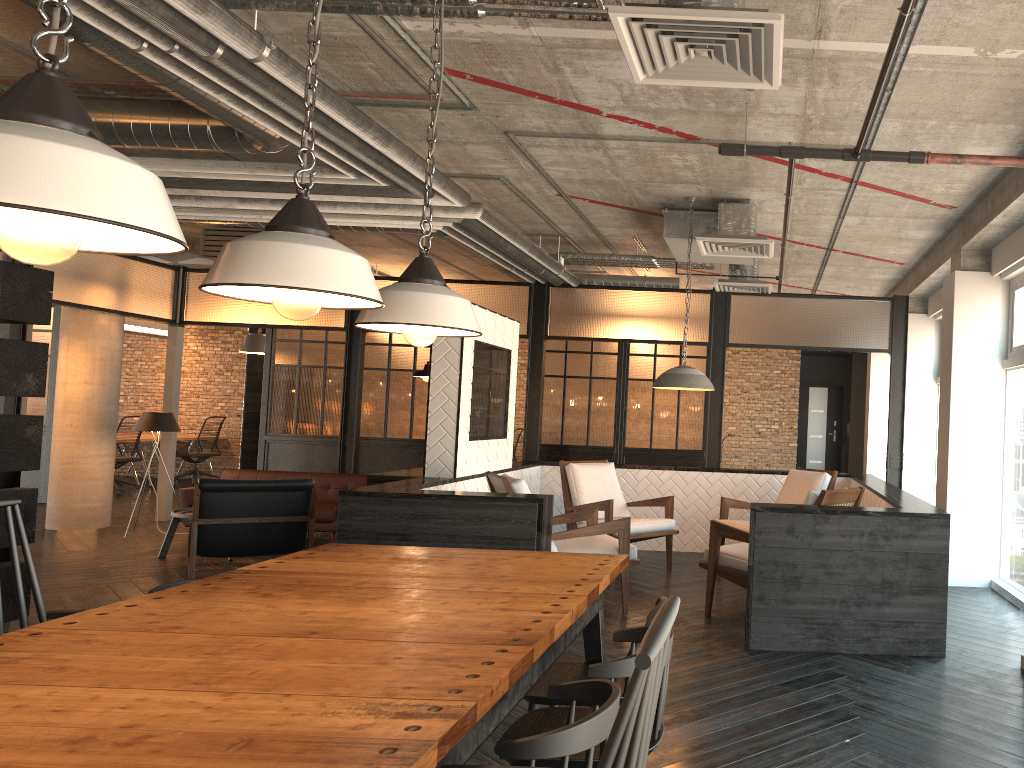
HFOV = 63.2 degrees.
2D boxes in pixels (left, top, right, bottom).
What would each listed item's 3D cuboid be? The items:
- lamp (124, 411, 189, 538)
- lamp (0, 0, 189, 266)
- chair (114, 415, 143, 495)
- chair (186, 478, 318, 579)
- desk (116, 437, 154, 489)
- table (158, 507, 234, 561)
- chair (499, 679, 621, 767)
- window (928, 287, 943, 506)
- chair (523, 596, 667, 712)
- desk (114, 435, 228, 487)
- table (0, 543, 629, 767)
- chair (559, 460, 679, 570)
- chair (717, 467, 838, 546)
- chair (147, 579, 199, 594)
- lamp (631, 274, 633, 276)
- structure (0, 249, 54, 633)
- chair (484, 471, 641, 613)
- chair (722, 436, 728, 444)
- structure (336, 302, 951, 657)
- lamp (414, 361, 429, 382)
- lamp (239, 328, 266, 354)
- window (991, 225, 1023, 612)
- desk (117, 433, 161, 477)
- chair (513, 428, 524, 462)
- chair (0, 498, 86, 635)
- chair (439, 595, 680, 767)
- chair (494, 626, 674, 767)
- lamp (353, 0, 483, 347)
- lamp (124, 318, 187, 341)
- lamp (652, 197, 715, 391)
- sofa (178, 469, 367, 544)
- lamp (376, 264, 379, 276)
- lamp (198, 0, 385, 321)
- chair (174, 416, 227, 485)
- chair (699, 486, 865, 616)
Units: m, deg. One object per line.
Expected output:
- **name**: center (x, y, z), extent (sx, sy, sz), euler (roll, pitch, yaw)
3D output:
- **lamp**: center (-3.291, 0.873, 8.241), extent (0.967, 1.179, 0.470), euler (4, -2, -33)
- **lamp**: center (-0.643, -1.039, 1.230), extent (0.336, 1.737, 0.396), euler (2, -2, 20)
- **chair**: center (-5.418, 0.944, 11.254), extent (0.688, 1.063, 0.711), euler (2, -2, 9)
- **chair**: center (-1.912, 1.049, 6.080), extent (0.857, 0.795, 0.883), euler (4, -2, -26)
- **desk**: center (-5.852, 1.098, 11.242), extent (0.777, 0.720, 1.705), euler (2, -2, 14)
- **table**: center (-2.507, 1.271, 7.150), extent (0.718, 0.372, 0.710), euler (2, -2, 3)
- **chair**: center (-0.017, 1.012, 1.730), extent (0.440, 0.737, 0.384), euler (2, -2, 7)
- **window**: center (4.654, 0.355, 8.686), extent (0.236, 2.874, 2.587), euler (2, -2, 17)
- **chair**: center (0.259, 1.060, 2.683), extent (0.458, 0.726, 0.383), euler (2, -2, 7)
- **desk**: center (-5.354, 1.172, 12.875), extent (0.777, 0.720, 1.705), euler (2, -2, 14)
- **table**: center (-0.716, 0.944, 1.318), extent (1.149, 0.792, 3.893), euler (2, -2, 16)
- **chair**: center (0.885, 1.143, 7.248), extent (0.836, 0.907, 0.795), euler (4, -3, -42)
- **chair**: center (2.351, 1.205, 7.351), extent (1.084, 0.907, 0.614), euler (4, -2, -33)
- **chair**: center (-0.898, 1.006, 2.622), extent (0.440, 0.737, 0.384), euler (2, -2, 7)
- **lamp**: center (1.993, -0.878, 12.101), extent (0.287, 0.857, 3.545), euler (2, -2, 17)
- **structure**: center (-6.359, -0.249, 1.689), extent (6.030, 2.742, 5.621), euler (2, -2, 8)
- **chair**: center (0.323, 1.071, 5.711), extent (1.062, 0.907, 0.631), euler (3, -2, -23)
- **chair**: center (2.995, 1.335, 12.985), extent (0.688, 1.063, 0.711), euler (2, -2, 9)
- **structure**: center (1.150, 0.529, 6.664), extent (3.910, 2.115, 3.800), euler (2, -2, 8)
- **lamp**: center (-0.624, -0.102, 6.314), extent (0.259, 0.171, 0.169), euler (3, -2, -26)
- **lamp**: center (-3.359, -1.160, 11.165), extent (0.509, 1.503, 0.380), euler (4, -2, -30)
- **window**: center (3.800, 0.230, 5.892), extent (0.236, 2.874, 2.587), euler (2, -2, 17)
- **desk**: center (-6.156, 1.139, 12.867), extent (0.777, 0.720, 1.705), euler (2, -2, 14)
- **chair**: center (-0.214, 1.206, 12.953), extent (0.688, 1.063, 0.711), euler (2, -2, 9)
- **chair**: center (-1.227, 0.829, 2.121), extent (0.483, 1.033, 0.470), euler (3, -2, 8)
- **chair**: center (-0.039, 0.846, 1.195), extent (0.483, 1.033, 0.470), euler (3, -2, 8)
- **chair**: center (0.195, 1.037, 2.237), extent (0.440, 0.737, 0.384), euler (2, -2, 7)
- **lamp**: center (-0.237, -0.979, 2.561), extent (0.325, 1.737, 0.407), euler (2, -2, 28)
- **lamp**: center (-5.914, -1.195, 12.021), extent (0.287, 0.857, 3.545), euler (2, -2, 17)
- **lamp**: center (1.414, -0.732, 6.692), extent (0.477, 1.545, 0.541), euler (2, -2, 17)
- **sofa**: center (-2.231, 1.182, 8.086), extent (1.610, 0.637, 0.678), euler (2, -2, 2)
- **lamp**: center (-1.216, -1.006, 12.069), extent (0.287, 0.857, 3.545), euler (2, -2, 17)
- **lamp**: center (-0.440, -1.009, 1.896), extent (0.325, 1.737, 0.407), euler (2, -2, 28)
- **chair**: center (-4.913, 1.018, 12.905), extent (0.688, 1.063, 0.711), euler (2, -2, 9)
- **chair**: center (1.866, 1.131, 5.693), extent (0.799, 0.907, 0.833), euler (1, -3, 43)
